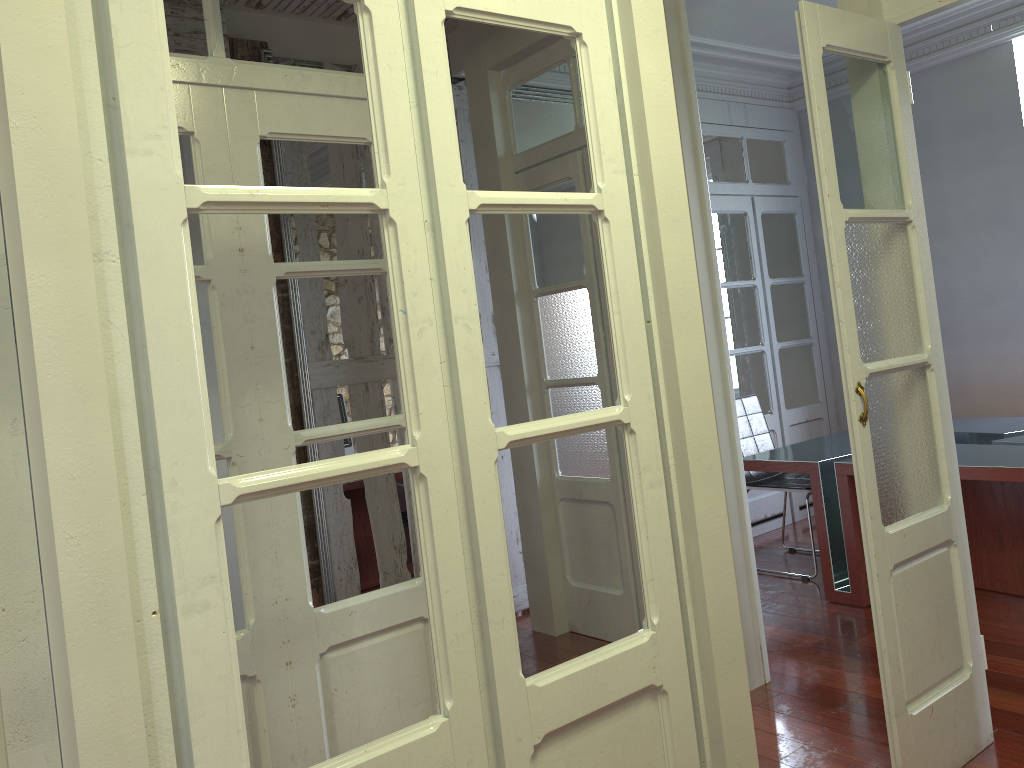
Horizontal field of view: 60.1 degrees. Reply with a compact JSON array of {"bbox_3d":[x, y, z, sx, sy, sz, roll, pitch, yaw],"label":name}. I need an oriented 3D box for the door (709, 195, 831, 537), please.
[{"bbox_3d":[1.709,-0.171,5.854,1.164,2.184,0.040,-7,-1,-38],"label":"door"}]

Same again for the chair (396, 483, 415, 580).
[{"bbox_3d":[-0.335,0.688,5.058,0.667,1.024,0.696,-7,0,-43],"label":"chair"}]

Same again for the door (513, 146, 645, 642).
[{"bbox_3d":[0.440,0.052,3.819,0.041,2.182,1.053,-6,-1,-37],"label":"door"}]

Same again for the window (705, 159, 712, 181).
[{"bbox_3d":[1.293,-0.766,7.490,0.127,1.987,1.522,-6,-1,-37],"label":"window"}]

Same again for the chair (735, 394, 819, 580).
[{"bbox_3d":[1.492,0.527,4.857,0.476,0.920,0.599,-7,0,-37],"label":"chair"}]

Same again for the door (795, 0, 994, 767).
[{"bbox_3d":[1.525,-0.026,2.330,1.184,2.184,0.483,-7,-1,27],"label":"door"}]

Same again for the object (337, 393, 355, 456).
[{"bbox_3d":[-1.173,0.319,5.139,0.485,0.485,0.189,-7,0,-38],"label":"object"}]

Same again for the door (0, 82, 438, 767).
[{"bbox_3d":[-0.615,0.286,2.222,1.080,2.088,0.040,-7,-1,-38],"label":"door"}]

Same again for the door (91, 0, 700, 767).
[{"bbox_3d":[-0.089,0.245,1.554,1.080,2.088,0.040,-7,-1,-38],"label":"door"}]

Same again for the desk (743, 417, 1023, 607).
[{"bbox_3d":[2.258,0.583,4.244,1.450,0.654,1.707,-8,2,-37],"label":"desk"}]

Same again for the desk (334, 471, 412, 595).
[{"bbox_3d":[-1.037,0.901,5.517,2.515,0.728,1.296,-8,2,-38],"label":"desk"}]
